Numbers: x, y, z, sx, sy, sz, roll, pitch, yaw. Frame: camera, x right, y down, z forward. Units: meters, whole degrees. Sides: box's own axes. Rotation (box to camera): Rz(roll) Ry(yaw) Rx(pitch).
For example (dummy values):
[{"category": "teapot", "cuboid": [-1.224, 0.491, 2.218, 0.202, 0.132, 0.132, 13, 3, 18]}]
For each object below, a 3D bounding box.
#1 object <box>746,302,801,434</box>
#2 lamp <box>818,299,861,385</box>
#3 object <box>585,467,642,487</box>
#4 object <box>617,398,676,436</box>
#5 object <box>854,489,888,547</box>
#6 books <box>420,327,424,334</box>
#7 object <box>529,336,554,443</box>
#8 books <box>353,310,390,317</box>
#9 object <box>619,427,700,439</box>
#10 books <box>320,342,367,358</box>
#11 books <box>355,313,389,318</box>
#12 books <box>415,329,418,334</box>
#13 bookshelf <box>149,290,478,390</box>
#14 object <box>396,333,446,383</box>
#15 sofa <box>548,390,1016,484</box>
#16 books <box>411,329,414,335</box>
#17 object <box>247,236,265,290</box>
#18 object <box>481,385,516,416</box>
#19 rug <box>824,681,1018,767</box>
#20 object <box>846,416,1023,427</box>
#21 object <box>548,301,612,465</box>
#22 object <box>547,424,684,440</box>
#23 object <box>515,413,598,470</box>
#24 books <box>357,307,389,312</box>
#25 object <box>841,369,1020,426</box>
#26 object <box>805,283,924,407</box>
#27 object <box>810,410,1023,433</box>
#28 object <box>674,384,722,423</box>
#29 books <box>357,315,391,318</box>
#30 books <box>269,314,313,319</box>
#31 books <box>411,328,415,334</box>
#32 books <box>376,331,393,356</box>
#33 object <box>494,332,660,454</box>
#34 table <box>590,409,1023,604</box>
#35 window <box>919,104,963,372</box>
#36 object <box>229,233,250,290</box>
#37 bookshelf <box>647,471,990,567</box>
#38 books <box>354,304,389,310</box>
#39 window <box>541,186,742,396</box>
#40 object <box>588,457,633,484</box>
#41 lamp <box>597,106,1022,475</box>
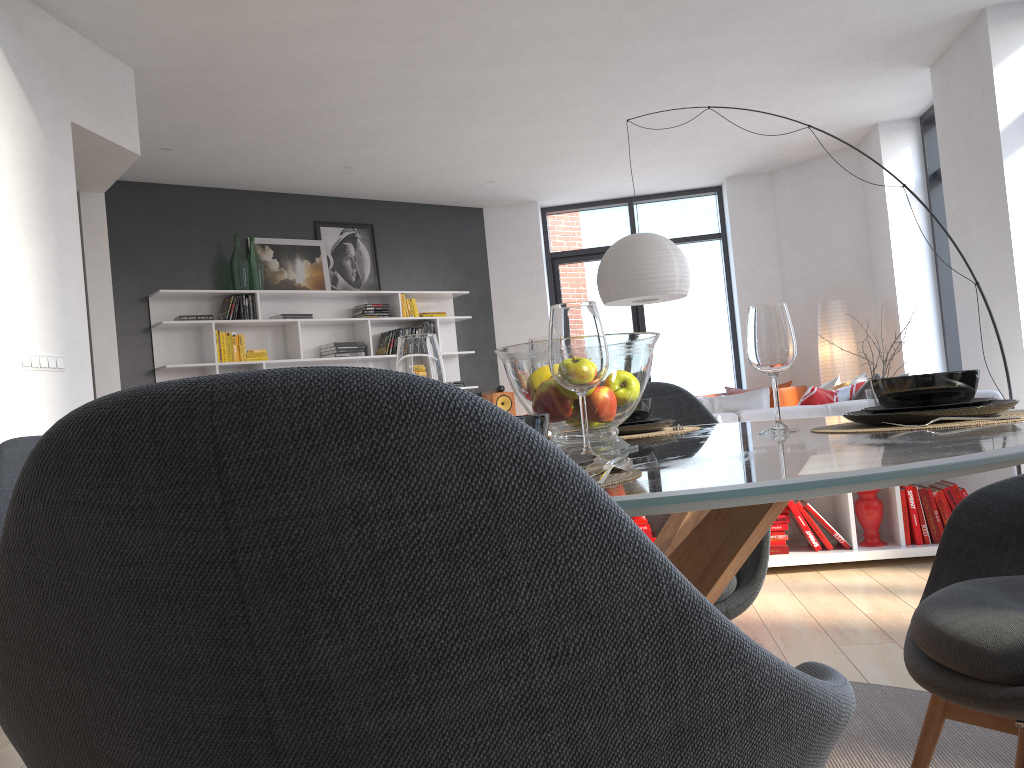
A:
[{"category": "object", "cuboid": [0.449, -0.027, 1.524, 0.083, 0.220, 0.083, -5, -2, -32]}, {"category": "lamp", "cuboid": [3.101, -0.005, 7.972, 0.502, 1.550, 0.804, -5, -2, -33]}, {"category": "object", "cuboid": [-0.033, 0.116, 1.008, 0.360, 0.002, 0.360, -5, -2, -18]}, {"category": "object", "cuboid": [0.243, 0.078, 2.030, 0.258, 0.074, 0.258, -5, -2, -13]}, {"category": "object", "cuboid": [1.633, 0.604, 4.048, 0.125, 0.258, 0.125, -5, -2, -15]}, {"category": "books", "cuboid": [-0.921, -0.412, 8.600, 0.066, 0.260, 0.197, -4, -2, -38]}, {"category": "object", "cuboid": [0.076, 0.016, 1.789, 0.083, 0.220, 0.083, -5, -2, -21]}, {"category": "books", "cuboid": [-1.328, -0.667, 8.362, 0.284, 0.030, 0.214, -4, -2, -34]}, {"category": "object", "cuboid": [0.245, 0.115, 2.017, 0.360, 0.002, 0.360, -4, -2, -41]}, {"category": "books", "cuboid": [-1.546, -0.302, 8.147, 0.343, 0.137, 0.277, -4, -2, -43]}, {"category": "books", "cuboid": [-1.316, -0.643, 8.344, 0.264, 0.020, 0.189, -4, -2, -39]}, {"category": "books", "cuboid": [-0.969, -0.401, 8.546, 0.071, 0.243, 0.179, -4, -2, -39]}, {"category": "bookshelf", "cuboid": [-1.557, 0.191, 7.973, 3.000, 2.052, 0.455, -4, -2, -38]}, {"category": "object", "cuboid": [-0.148, 0.029, 1.473, 0.083, 0.220, 0.083, -7, -2, 35]}, {"category": "sofa", "cuboid": [0.868, 0.561, 5.671, 3.424, 0.732, 2.614, -6, -1, 7]}, {"category": "books", "cuboid": [-1.000, -0.396, 8.505, 0.069, 0.242, 0.172, -4, -2, -37]}, {"category": "object", "cuboid": [-2.240, -1.036, 7.701, 0.157, 0.507, 0.157, -5, -2, -24]}, {"category": "object", "cuboid": [-0.127, 0.565, 9.050, 0.290, 1.088, 0.434, -5, -2, -23]}, {"category": "rug", "cuboid": [0.197, 0.880, 1.476, 2.499, 0.010, 2.499, -5, -2, -20]}, {"category": "object", "cuboid": [0.656, 0.053, 1.424, 0.206, 0.015, 0.309, -6, -1, 12]}, {"category": "object", "cuboid": [0.095, 0.000, 1.221, 0.083, 0.220, 0.083, -5, -2, -32]}, {"category": "object", "cuboid": [0.235, 0.108, 2.019, 0.309, 0.015, 0.206, -6, -1, 12]}, {"category": "object", "cuboid": [-0.034, 0.078, 0.996, 0.258, 0.074, 0.258, -6, -2, 27]}, {"category": "books", "cuboid": [-1.312, -0.698, 8.344, 0.246, 0.026, 0.180, -4, -2, -35]}, {"category": "object", "cuboid": [0.663, 0.022, 1.420, 0.258, 0.074, 0.258, -6, -2, 27]}, {"category": "object", "cuboid": [1.700, -0.069, 4.057, 0.607, 0.744, 0.406, -4, -2, -43]}, {"category": "object", "cuboid": [0.665, 0.060, 1.414, 0.360, 0.002, 0.360, -4, -2, -41]}, {"category": "object", "cuboid": [0.880, 0.189, 4.237, 0.316, 0.398, 0.319, -6, -2, 31]}, {"category": "books", "cuboid": [-1.311, -0.619, 8.341, 0.284, 0.030, 0.214, -4, -2, -34]}, {"category": "books", "cuboid": [-1.954, -0.579, 7.835, 0.310, 0.047, 0.250, -4, -2, -42]}, {"category": "books", "cuboid": [-0.998, -0.403, 8.540, 0.075, 0.254, 0.192, -4, -2, -39]}, {"category": "books", "cuboid": [-1.205, -0.377, 8.375, 0.104, 0.234, 0.182, -4, -2, -38]}, {"category": "object", "cuboid": [0.117, 0.022, 1.486, 0.278, 0.184, 0.278, -6, -2, 16]}, {"category": "table", "cuboid": [0.170, 0.493, 1.484, 1.499, 0.764, 1.499, -5, -1, -4]}, {"category": "window", "cuboid": [3.615, -1.112, 6.928, 0.170, 2.402, 1.310, -6, -1, 7]}, {"category": "object", "cuboid": [-2.328, -1.031, 7.560, 0.157, 0.507, 0.157, -5, -2, -24]}, {"category": "bookshelf", "cuboid": [0.948, 0.632, 4.164, 2.600, 0.500, 0.356, -6, -1, 7]}, {"category": "books", "cuboid": [-1.324, -0.723, 8.352, 0.266, 0.030, 0.209, -4, -2, -44]}, {"category": "window", "cuboid": [1.402, -0.829, 9.650, 1.960, 2.402, 0.170, -6, -1, 7]}, {"category": "object", "cuboid": [-0.024, 0.107, 1.011, 0.309, 0.015, 0.206, -6, -2, 17]}, {"category": "lamp", "cuboid": [1.856, -0.516, 4.876, 3.199, 2.647, 0.710, -7, -2, 43]}]
